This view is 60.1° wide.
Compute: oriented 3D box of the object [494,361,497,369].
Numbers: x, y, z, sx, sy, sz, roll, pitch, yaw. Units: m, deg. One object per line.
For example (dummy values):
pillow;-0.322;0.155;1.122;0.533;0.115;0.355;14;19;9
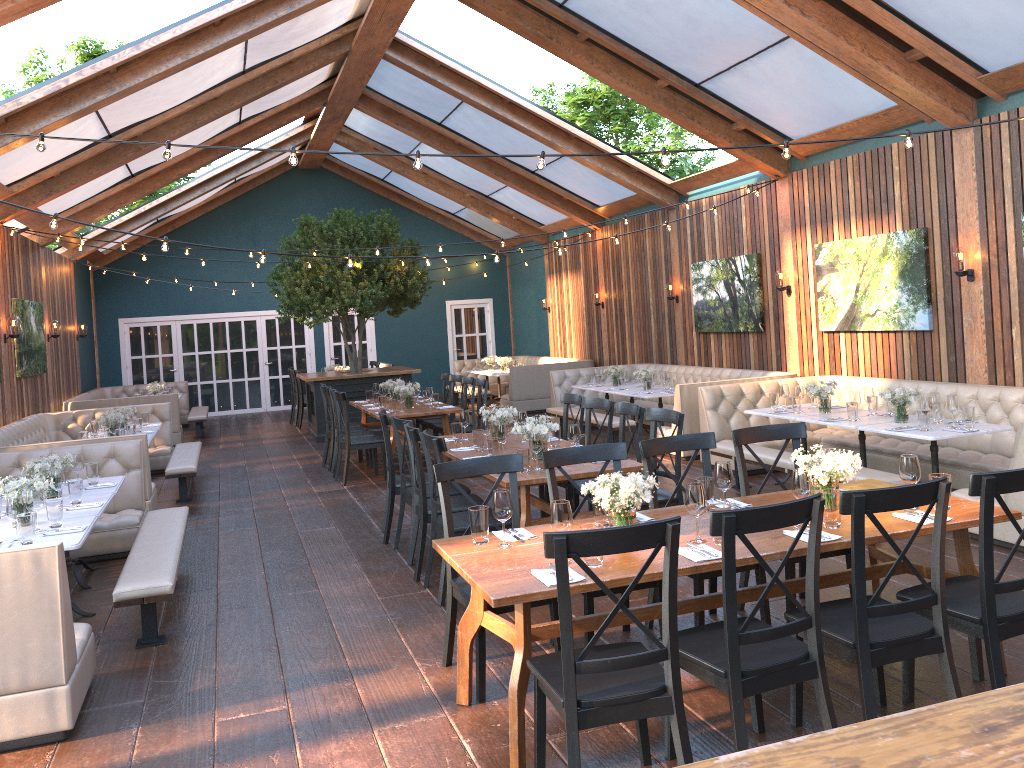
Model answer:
object;-0.360;-0.400;18.634;0.092;0.158;0.092;-4;2;-32

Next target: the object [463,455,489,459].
object;-0.216;0.522;6.292;0.255;0.019;0.157;-5;4;-18

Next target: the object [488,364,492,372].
object;-0.430;-0.312;17.505;0.092;0.158;0.092;-4;2;-32

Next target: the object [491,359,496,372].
object;-0.370;-0.365;17.594;0.092;0.244;0.092;-3;1;30

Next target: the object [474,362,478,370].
object;-0.752;-0.376;18.628;0.092;0.158;0.092;-4;2;-32

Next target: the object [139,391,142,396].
object;-6.483;0.212;15.506;0.092;0.158;0.092;-4;2;-32

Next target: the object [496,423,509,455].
object;-0.064;0.403;6.245;0.092;0.244;0.092;-3;1;24

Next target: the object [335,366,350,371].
object;-3.097;-0.190;16.294;0.329;0.309;0.337;-4;2;-3

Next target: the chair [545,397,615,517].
chair;0.555;0.644;7.096;0.540;1.019;0.477;-4;1;-23

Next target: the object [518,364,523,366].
object;0.172;-0.295;16.773;0.092;0.158;0.092;-4;2;-32

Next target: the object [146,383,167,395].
object;-6.218;0.127;15.407;0.336;0.309;0.330;-2;3;24

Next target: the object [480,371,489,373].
object;-0.522;-0.246;17.641;0.255;0.019;0.157;-5;4;-18

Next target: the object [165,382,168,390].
object;-6.473;0.091;16.544;0.092;0.244;0.092;-3;1;24

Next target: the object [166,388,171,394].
object;-6.170;0.163;15.904;0.092;0.158;0.092;-4;2;-32

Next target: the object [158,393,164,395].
object;-5.863;0.228;14.777;0.092;0.158;0.092;-4;2;-32

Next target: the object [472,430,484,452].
object;-0.251;0.428;6.666;0.092;0.158;0.092;-3;1;8

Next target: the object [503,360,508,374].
object;-0.119;-0.324;16.838;0.092;0.244;0.092;-3;1;30

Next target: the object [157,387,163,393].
object;-6.007;0.170;15.093;0.092;0.244;0.092;-3;1;30

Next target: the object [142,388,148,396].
object;-6.167;0.197;14.865;0.092;0.244;0.092;-3;1;30

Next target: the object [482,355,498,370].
object;-0.443;-0.436;18.176;0.328;0.309;0.337;-2;3;37

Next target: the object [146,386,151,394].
object;-6.398;0.157;15.597;0.092;0.244;0.092;-3;1;30

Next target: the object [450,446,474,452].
object;-0.343;0.494;6.802;0.255;0.019;0.157;-5;4;-18

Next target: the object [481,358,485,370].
object;-0.602;-0.406;18.331;0.092;0.244;0.092;-3;1;24

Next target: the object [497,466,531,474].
object;-0.004;0.550;5.742;0.255;0.019;0.157;-5;4;-18

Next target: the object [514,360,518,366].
object;0.080;-0.337;16.836;0.092;0.244;0.092;-3;1;30

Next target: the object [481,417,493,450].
object;-0.191;0.375;6.755;0.092;0.244;0.092;-3;1;24

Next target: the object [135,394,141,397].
object;-6.236;0.253;14.750;0.092;0.158;0.092;-4;2;-32

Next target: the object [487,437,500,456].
object;-0.124;0.456;6.156;0.092;0.158;0.092;-3;1;8

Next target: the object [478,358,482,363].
object;-0.665;-0.419;18.565;0.092;0.244;0.092;-3;1;24

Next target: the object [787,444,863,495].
object;1.472;0.434;4.115;0.328;0.309;0.337;-2;3;37

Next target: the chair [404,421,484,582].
chair;-0.473;0.777;6.170;0.540;1.019;0.477;-4;1;-12

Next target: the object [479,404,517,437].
object;-0.100;0.308;7.110;0.328;0.309;0.337;-3;3;17

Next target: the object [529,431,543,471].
object;0.157;0.430;5.703;0.092;0.244;0.092;-3;1;24

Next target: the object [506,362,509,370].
object;-0.111;-0.359;17.873;0.092;0.158;0.092;-4;2;-32

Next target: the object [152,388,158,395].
object;-5.989;0.187;14.848;0.092;0.244;0.092;-3;1;30

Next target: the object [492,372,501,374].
object;-0.271;-0.206;16.885;0.255;0.019;0.157;-5;4;-18

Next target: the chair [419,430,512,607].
chair;-0.293;0.805;5.640;0.540;1.019;0.477;-4;1;-18

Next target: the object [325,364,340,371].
object;-3.481;-0.238;17.255;0.329;0.309;0.336;-4;3;-20

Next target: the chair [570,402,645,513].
chair;0.729;0.673;6.565;0.540;1.019;0.477;-4;1;-13

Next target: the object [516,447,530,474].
object;0.074;0.485;5.610;0.092;0.158;0.092;-3;1;8

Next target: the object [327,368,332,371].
object;-3.473;-0.177;16.874;0.092;0.244;0.092;-3;1;24

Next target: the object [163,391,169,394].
object;-5.933;0.202;15.185;0.092;0.158;0.092;-4;2;-32

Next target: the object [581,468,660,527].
object;0.468;0.519;3.806;0.336;0.309;0.330;-3;3;15

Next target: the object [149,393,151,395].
object;-6.804;0.147;16.642;0.092;0.158;0.092;-4;2;-32

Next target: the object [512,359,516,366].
object;0.057;-0.353;17.070;0.092;0.244;0.092;-3;1;30

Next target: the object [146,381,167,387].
object;-6.490;0.086;16.193;0.328;0.309;0.337;-2;3;37

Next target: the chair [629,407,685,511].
chair;0.903;0.702;6.032;0.540;1.019;0.477;-4;1;-18

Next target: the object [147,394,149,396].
object;-6.717;0.171;16.246;0.092;0.158;0.092;-4;2;-32

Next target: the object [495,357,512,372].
object;-0.171;-0.395;17.390;0.336;0.309;0.330;-2;3;24

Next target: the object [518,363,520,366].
object;0.123;-0.320;17.159;0.092;0.158;0.092;-4;2;-32

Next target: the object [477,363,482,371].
object;-0.663;-0.352;18.242;0.092;0.158;0.092;-4;2;-32

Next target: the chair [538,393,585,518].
chair;0.381;0.615;7.629;0.540;1.019;0.477;-4;1;-18

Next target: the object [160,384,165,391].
object;-6.241;0.133;15.786;0.092;0.244;0.092;-3;1;30

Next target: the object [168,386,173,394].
object;-6.421;0.123;16.647;0.092;0.158;0.092;-4;2;-32

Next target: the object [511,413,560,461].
object;0.180;0.366;6.095;0.336;0.309;0.330;-2;3;39

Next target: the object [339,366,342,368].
object;-3.417;-0.239;17.657;0.092;0.244;0.092;-3;1;24

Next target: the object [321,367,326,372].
object;-3.698;-0.202;17.404;0.092;0.244;0.092;-3;1;24

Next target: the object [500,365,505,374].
object;-0.179;-0.271;16.749;0.092;0.158;0.092;-4;2;-32
